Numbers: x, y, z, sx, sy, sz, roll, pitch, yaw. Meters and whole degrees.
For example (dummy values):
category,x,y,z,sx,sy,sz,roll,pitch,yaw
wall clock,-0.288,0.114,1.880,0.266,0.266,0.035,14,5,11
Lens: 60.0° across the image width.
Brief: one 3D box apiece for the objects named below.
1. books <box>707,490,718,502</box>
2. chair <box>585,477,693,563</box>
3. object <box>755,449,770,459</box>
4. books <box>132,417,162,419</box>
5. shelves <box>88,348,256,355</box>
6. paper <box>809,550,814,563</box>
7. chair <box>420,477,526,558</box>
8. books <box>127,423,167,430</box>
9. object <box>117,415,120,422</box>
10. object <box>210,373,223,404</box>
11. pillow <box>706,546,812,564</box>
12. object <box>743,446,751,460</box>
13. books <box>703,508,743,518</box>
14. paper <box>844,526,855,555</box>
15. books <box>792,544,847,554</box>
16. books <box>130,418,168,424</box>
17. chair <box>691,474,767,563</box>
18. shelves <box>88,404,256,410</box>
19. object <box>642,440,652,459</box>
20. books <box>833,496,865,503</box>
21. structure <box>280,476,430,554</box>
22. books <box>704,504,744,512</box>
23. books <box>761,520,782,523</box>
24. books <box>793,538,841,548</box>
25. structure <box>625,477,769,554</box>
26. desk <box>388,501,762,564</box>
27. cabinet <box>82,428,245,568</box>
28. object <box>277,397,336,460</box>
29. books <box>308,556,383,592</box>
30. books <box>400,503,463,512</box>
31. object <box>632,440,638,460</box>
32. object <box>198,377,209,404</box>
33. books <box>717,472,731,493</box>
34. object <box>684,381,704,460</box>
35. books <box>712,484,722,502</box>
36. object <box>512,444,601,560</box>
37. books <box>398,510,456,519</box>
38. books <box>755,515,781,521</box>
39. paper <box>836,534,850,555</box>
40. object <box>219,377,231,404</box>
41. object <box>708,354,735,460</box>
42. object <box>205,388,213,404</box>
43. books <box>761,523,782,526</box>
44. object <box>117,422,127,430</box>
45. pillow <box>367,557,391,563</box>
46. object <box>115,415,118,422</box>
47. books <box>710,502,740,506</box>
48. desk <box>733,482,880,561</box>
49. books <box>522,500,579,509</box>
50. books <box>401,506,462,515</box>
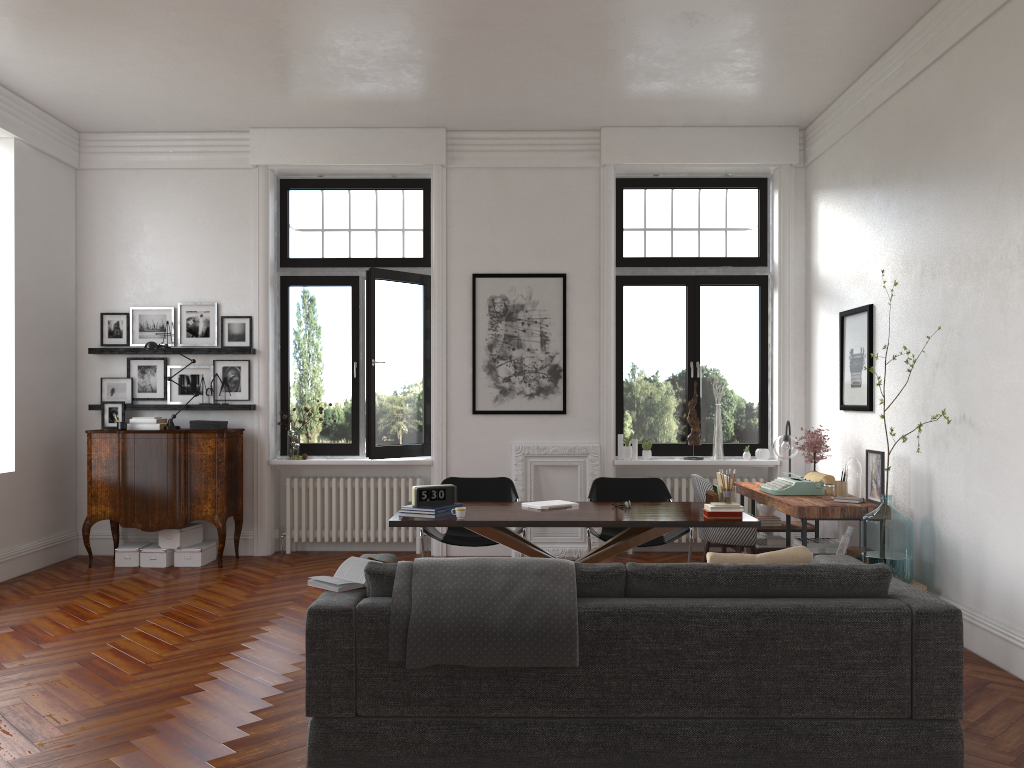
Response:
category,x,y,z,sx,sy,sz,roll,pitch,yaw
books,1.308,0.765,5.795,0.028,0.124,0.221,0,-1,1
chair,0.904,1.157,6.578,0.752,0.872,0.745,0,0,1
object,2.401,0.671,8.497,0.134,0.097,0.132,0,-1,-29
books,-3.300,0.308,8.026,0.200,0.014,0.179,0,-1,1
shelves,-3.170,-0.305,8.284,1.515,0.055,0.158,0,-1,1
paper,2.009,1.348,5.912,0.073,0.479,0.033,0,0,37
chair,-0.272,1.157,6.590,0.752,0.872,0.745,0,0,1
books,-3.297,0.387,8.042,0.294,0.057,0.229,0,-1,1
object,-3.476,0.340,7.853,0.046,0.139,0.010,0,0,-2
object,-2.763,0.046,8.299,0.118,0.299,0.040,0,0,1
pillow,1.104,0.952,3.999,0.486,0.460,0.225,0,0,0
object,2.228,0.652,8.414,0.072,0.134,0.072,0,0,26
books,1.303,0.799,5.483,0.215,0.040,0.159,0,-1,3
paper,2.173,1.275,5.985,0.294,0.626,0.047,0,0,-7
books,2.163,1.157,6.245,0.309,0.038,0.225,0,-1,0
books,-3.296,0.337,8.047,0.239,0.044,0.254,0,-1,1
chair,1.683,1.156,6.937,0.547,0.899,0.716,0,0,-7
shelves,-3.170,0.218,8.287,1.515,0.055,0.156,0,-1,1
object,1.296,0.628,8.494,0.097,0.185,0.099,0,0,23
books,2.389,0.825,6.330,0.213,0.031,0.129,-1,-1,38
structure,-1.521,1.291,8.592,1.453,0.778,0.225,0,0,1
books,1.311,0.765,5.488,0.207,0.028,0.164,0,-1,-1
books,2.175,1.167,7.598,0.209,0.023,0.251,0,-1,0
books,2.172,1.122,6.252,0.309,0.038,0.225,0,-1,1
structure,1.751,1.291,8.557,1.453,0.778,0.225,0,0,1
desk,0.377,1.201,5.788,2.226,0.751,1.030,0,-1,1
cabinet,-3.125,1.020,7.995,1.266,1.218,0.640,0,0,1
object,-1.955,0.424,8.520,0.542,0.599,0.317,0,0,-29
books,-0.731,0.845,3.961,0.225,0.096,0.278,-1,-1,42
books,-0.504,0.771,5.589,0.250,0.017,0.344,0,-1,26
object,1.172,0.626,8.447,0.051,0.188,0.051,0,0,35
object,-2.892,0.065,8.292,0.124,0.260,0.040,0,0,1
books,1.396,0.709,5.817,0.043,0.239,0.310,0,-1,0
object,1.727,0.347,8.426,0.165,0.753,0.143,0,0,43
books,1.354,0.743,5.837,0.041,0.157,0.128,0,0,1
object,0.412,1.091,8.240,0.830,1.062,0.233,0,0,1
books,-0.512,0.810,5.602,0.264,0.027,0.347,0,-1,26
books,2.176,1.145,7.600,0.190,0.023,0.239,0,-1,0
paper,2.089,1.271,5.800,0.047,0.609,0.330,0,0,-19
object,-2.694,0.065,8.327,0.110,0.262,0.040,0,0,1
object,2.004,0.197,8.397,0.296,1.054,0.289,0,0,4
object,-2.824,0.114,8.265,0.066,0.161,0.040,0,0,1
books,2.175,1.190,7.600,0.209,0.024,0.247,0,-1,0
object,-3.447,0.374,7.837,0.091,0.077,0.091,0,-1,-26
pillow,-0.445,0.982,4.110,0.470,0.396,0.330,0,0,38
object,-3.483,0.333,7.829,0.050,0.119,0.010,0,0,3
books,1.323,0.746,5.499,0.159,0.008,0.128,0,-1,2
desk,2.274,1.230,6.949,0.647,0.758,1.798,0,-1,1
books,0.261,0.821,6.030,0.325,0.026,0.231,1,-1,-34
books,-0.504,0.788,5.589,0.250,0.017,0.344,0,-1,26
